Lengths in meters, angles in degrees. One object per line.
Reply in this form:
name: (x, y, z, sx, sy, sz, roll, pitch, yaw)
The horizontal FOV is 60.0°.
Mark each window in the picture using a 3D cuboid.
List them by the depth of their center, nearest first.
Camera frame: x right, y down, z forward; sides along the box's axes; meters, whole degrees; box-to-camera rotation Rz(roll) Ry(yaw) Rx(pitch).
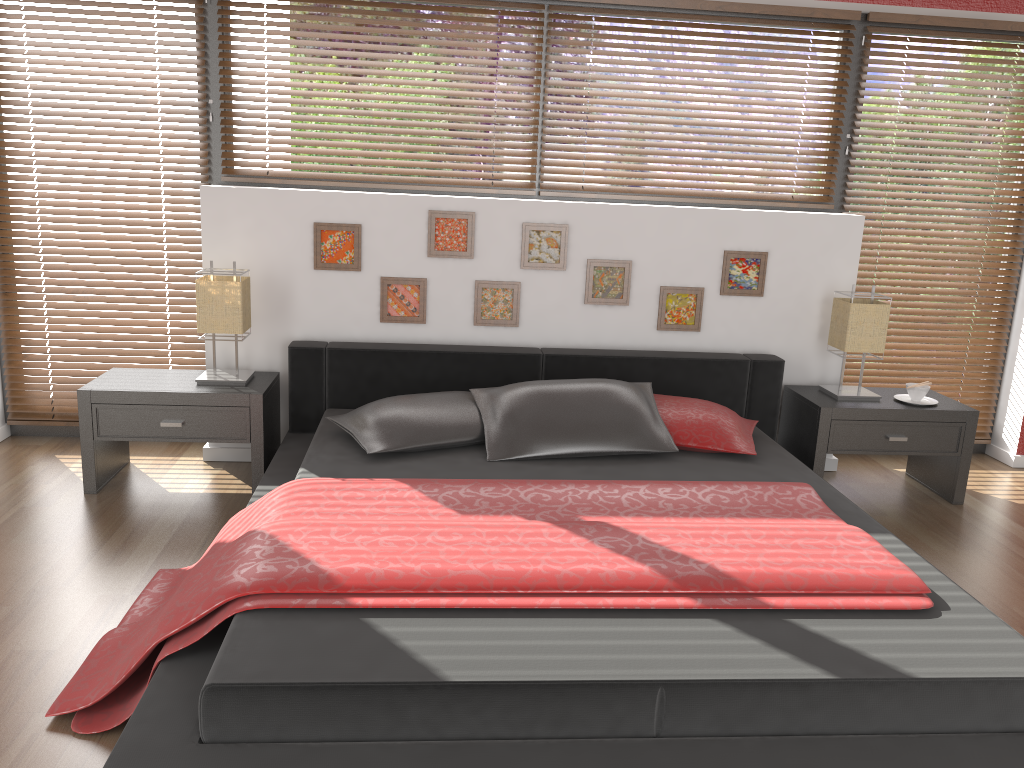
window: (-1.834, -0.827, 4.007, 0.889, 1.893, 0.020, 1, 13, -6)
window: (0.135, -1.306, 4.071, 2.817, 0.786, 0.020, 1, 13, -6)
window: (2.048, -0.730, 4.383, 0.889, 1.893, 0.020, 1, 13, -6)

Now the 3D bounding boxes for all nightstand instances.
nightstand: (-1.352, 0.192, 3.678, 0.700, 0.423, 0.413, 1, 13, -6)
nightstand: (1.610, 0.267, 3.964, 0.700, 0.423, 0.413, 1, 13, -6)

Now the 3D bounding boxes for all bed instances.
bed: (0.078, 0.384, 2.821, 2.469, 0.577, 2.413, 1, 13, -6)

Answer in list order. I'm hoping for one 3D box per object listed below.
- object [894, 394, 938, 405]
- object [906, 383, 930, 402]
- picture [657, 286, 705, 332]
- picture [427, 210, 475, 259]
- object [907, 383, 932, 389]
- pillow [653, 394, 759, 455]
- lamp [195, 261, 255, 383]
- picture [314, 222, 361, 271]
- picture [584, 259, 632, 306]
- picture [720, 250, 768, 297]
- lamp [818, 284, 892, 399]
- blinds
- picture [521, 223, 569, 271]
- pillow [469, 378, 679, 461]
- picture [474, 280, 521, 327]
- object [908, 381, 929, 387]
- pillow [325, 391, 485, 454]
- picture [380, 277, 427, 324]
object: (1.764, 0.072, 3.874, 0.179, 0.012, 0.179, 7, 14, 19)
object: (1.765, 0.040, 3.867, 0.099, 0.069, 0.099, 7, 14, 19)
picture: (0.759, -0.338, 3.995, 0.200, 0.200, 0.010, 1, 13, -6)
picture: (-0.262, -0.645, 3.828, 0.200, 0.200, 0.010, 1, 13, -6)
object: (1.765, 0.007, 3.842, 0.192, 0.007, 0.007, -7, 16, -35)
pillow: (0.610, 0.145, 3.554, 0.745, 0.172, 0.418, 6, 14, 13)
lamp: (-1.175, -0.262, 3.626, 0.200, 0.480, 0.200, 1, 13, -6)
picture: (-0.747, -0.587, 3.798, 0.200, 0.200, 0.010, 1, 13, -6)
picture: (0.427, -0.451, 3.938, 0.200, 0.200, 0.010, 1, 13, -6)
picture: (1.041, -0.495, 3.983, 0.200, 0.200, 0.010, 1, 13, -6)
lamp: (1.510, -0.194, 3.886, 0.200, 0.480, 0.200, 1, 13, -6)
blinds: (0.110, -0.728, 4.137, 4.840, 1.952, 0.032, 1, 13, -6)
picture: (0.142, -0.600, 3.876, 0.200, 0.200, 0.010, 1, 13, -6)
pillow: (0.228, 0.118, 3.368, 0.744, 0.241, 0.386, 0, 13, -10)
picture: (-0.066, -0.354, 3.916, 0.200, 0.200, 0.010, 1, 13, -6)
object: (1.771, 0.002, 3.864, 0.192, 0.007, 0.007, -9, 17, -40)
pillow: (-0.292, 0.135, 3.414, 0.745, 0.172, 0.418, -5, 15, -30)
picture: (-0.474, -0.365, 3.876, 0.200, 0.200, 0.010, 1, 13, -6)
